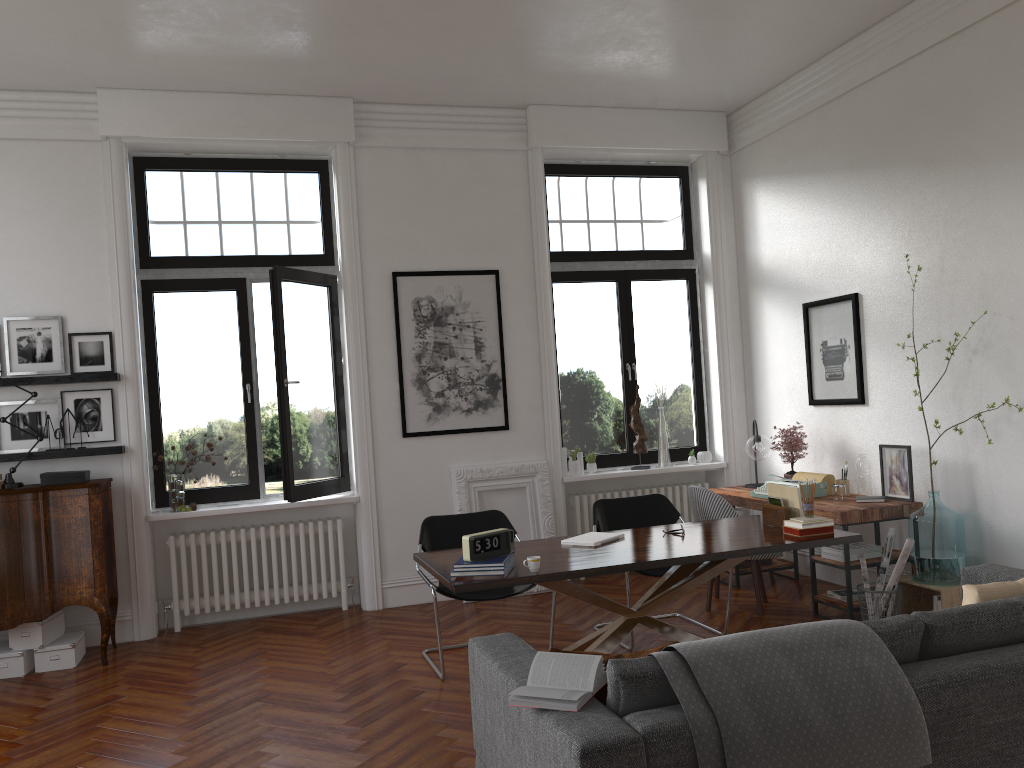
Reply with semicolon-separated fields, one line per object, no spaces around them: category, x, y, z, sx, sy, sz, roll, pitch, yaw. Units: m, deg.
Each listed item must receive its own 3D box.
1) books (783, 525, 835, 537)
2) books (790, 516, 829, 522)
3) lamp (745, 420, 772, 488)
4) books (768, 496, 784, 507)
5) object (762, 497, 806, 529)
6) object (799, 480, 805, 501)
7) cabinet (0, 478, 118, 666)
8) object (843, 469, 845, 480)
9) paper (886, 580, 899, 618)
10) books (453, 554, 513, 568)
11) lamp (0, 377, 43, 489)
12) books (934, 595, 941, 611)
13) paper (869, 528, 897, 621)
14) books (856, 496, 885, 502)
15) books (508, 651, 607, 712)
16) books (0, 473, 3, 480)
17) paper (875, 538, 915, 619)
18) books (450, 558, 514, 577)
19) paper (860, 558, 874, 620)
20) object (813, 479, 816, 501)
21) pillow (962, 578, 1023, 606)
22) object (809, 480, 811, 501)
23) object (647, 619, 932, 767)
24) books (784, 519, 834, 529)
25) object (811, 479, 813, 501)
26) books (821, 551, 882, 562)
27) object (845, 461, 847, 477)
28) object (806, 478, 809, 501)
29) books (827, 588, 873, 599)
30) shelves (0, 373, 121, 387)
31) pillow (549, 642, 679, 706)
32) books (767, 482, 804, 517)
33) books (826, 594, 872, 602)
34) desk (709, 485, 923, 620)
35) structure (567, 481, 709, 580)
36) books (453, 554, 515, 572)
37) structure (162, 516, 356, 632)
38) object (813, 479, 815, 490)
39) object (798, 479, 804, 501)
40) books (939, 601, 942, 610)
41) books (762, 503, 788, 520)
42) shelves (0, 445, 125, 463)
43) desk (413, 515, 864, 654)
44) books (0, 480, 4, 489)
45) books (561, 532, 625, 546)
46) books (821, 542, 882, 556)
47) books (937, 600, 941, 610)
books;1.619;0.793;4.842;0.215;0.040;0.159;-3;-1;-15
books;1.630;0.740;4.863;0.159;0.008;0.128;-3;-1;-16
lamp;1.976;0.564;7.151;0.207;0.550;0.441;-4;0;6
books;1.557;0.742;5.195;0.041;0.157;0.128;-4;0;-17
object;1.580;0.739;5.153;0.149;0.166;0.228;-4;-1;-17
object;1.609;0.625;4.889;0.049;0.193;0.008;-4;0;-13
cabinet;-3.338;1.306;5.905;1.265;1.218;0.640;-4;0;-17
object;2.390;0.694;6.380;0.054;0.207;0.008;-4;0;-30
paper;2.371;1.342;5.524;0.126;0.388;0.026;-4;0;5
books;-0.135;0.867;4.400;0.250;0.017;0.344;-4;-1;8
lamp;-3.430;0.309;6.016;0.174;0.802;0.490;-4;0;38
books;2.620;1.389;5.333;0.187;0.257;0.054;-4;0;-16
paper;2.326;1.230;5.583;0.294;0.626;0.047;-4;0;-24
books;2.399;0.775;5.976;0.213;0.031;0.129;-4;-1;20
books;0.145;0.922;2.779;0.225;0.096;0.278;-4;-1;25
books;-3.561;0.635;5.905;0.239;0.044;0.255;-3;-1;-17
paper;2.302;1.227;5.381;0.047;0.609;0.330;-4;0;-37
books;-0.143;0.907;4.410;0.264;0.027;0.347;-4;-1;8
paper;2.197;1.310;5.463;0.073;0.479;0.033;-4;0;20
object;1.663;0.621;4.894;0.044;0.194;0.008;-4;0;13
pillow;1.887;0.929;3.367;0.486;0.460;0.225;-4;0;-17
object;1.636;0.623;4.868;0.008;0.193;0.049;-4;0;7
object;0.823;0.970;2.705;0.752;0.387;0.400;-3;0;-17
books;1.623;0.759;4.849;0.207;0.028;0.164;-3;-1;-19
object;1.649;0.621;4.873;0.008;0.195;0.036;-4;0;-5
books;2.231;1.118;5.827;0.308;0.038;0.225;-3;-1;-18
object;2.399;0.676;6.368;0.028;0.239;0.023;-4;0;-20
object;1.641;0.622;4.923;0.008;0.195;0.032;-4;0;27
books;2.255;1.385;5.869;0.268;0.014;0.196;-4;-1;-6
shelves;-3.554;-0.008;6.168;1.514;0.055;0.158;-3;-1;-17
pillow;0.382;1.046;3.007;0.470;0.396;0.330;-4;0;20
books;1.601;0.705;5.189;0.043;0.239;0.310;-4;-1;-17
books;2.256;1.400;5.870;0.268;0.014;0.196;-3;-1;-18
desk;2.129;1.198;6.532;0.647;0.758;1.799;-4;-1;-17
structure;1.151;1.318;7.908;1.453;0.778;0.225;-3;0;-17
books;-0.134;0.884;4.400;0.250;0.017;0.344;-4;-1;8
structure;-1.974;1.500;6.957;1.453;0.778;0.225;-3;0;-17
object;1.661;0.621;4.905;0.038;0.195;0.008;-4;0;9
object;1.614;0.625;4.916;0.049;0.193;0.008;-4;0;42
books;2.627;1.400;5.288;0.170;0.232;0.012;-4;0;-17
books;1.527;0.765;5.141;0.028;0.124;0.221;-4;-1;-17
shelves;-3.521;0.514;6.171;1.514;0.055;0.156;-3;-1;-17
desk;0.672;1.251;4.854;2.225;0.751;1.030;-3;-1;-17
books;-3.557;0.685;5.899;0.294;0.057;0.230;-3;-1;-17
books;0.464;0.884;5.050;0.231;0.026;0.325;-4;-1;38
books;2.235;1.083;5.837;0.308;0.038;0.225;-3;-1;-17
books;2.623;1.401;5.301;0.170;0.232;0.012;-4;0;-17
